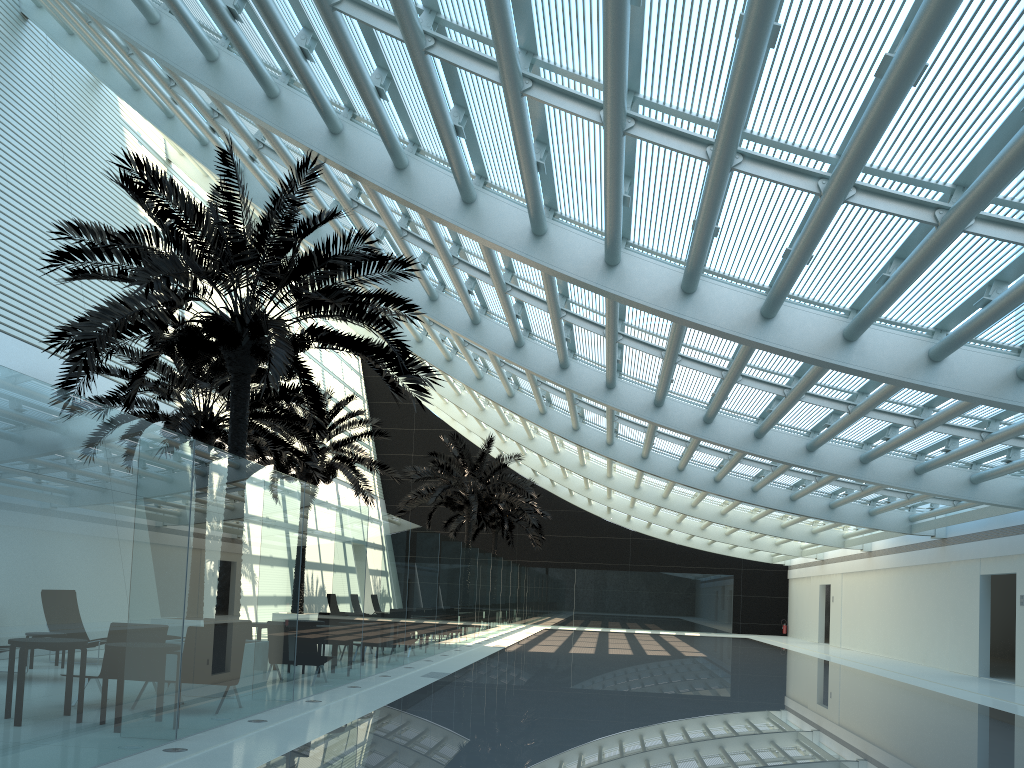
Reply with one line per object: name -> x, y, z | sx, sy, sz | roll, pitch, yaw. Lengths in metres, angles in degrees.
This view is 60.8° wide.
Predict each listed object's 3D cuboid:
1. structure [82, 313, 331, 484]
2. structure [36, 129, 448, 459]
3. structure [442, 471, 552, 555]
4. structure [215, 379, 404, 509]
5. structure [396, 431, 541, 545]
structure -> -6.132, 1.905, 17.230 | 4.658, 6.679, 4.359 | 4, -7, -15
structure -> -3.620, 0.459, 11.166 | 4.825, 6.860, 4.541 | -1, -7, 25
structure -> -0.596, 7.154, 38.444 | 4.473, 6.858, 4.902 | 4, -7, -15
structure -> -5.674, 3.345, 23.254 | 4.309, 6.738, 4.714 | -3, -8, 40
structure -> -1.518, 5.155, 30.305 | 4.823, 6.861, 4.543 | 2, -6, 0
